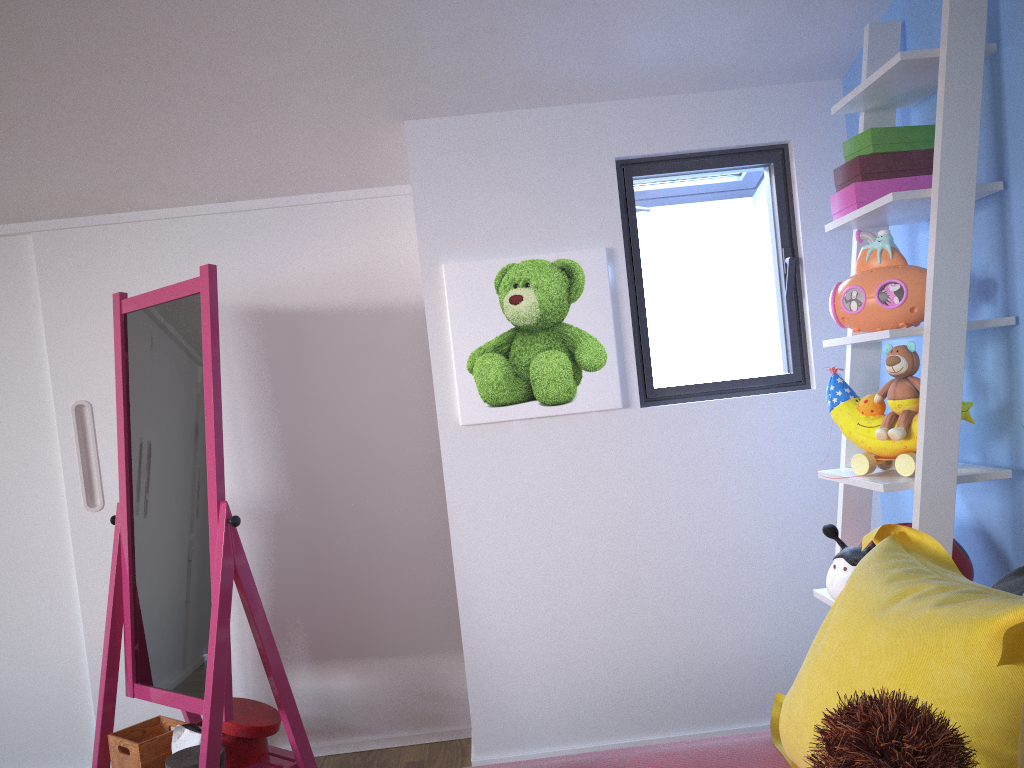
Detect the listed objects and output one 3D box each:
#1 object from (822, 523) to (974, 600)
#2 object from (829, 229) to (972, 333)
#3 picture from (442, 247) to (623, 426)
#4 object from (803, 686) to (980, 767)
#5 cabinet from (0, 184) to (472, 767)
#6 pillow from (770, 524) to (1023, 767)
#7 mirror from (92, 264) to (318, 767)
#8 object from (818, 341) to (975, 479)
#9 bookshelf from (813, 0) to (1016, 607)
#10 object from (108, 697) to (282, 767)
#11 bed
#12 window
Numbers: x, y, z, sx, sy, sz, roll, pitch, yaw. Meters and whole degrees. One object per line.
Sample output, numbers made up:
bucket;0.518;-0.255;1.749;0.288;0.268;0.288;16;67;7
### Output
object;0.839;0.388;1.952;0.322;0.183;0.253;-6;0;4
object;0.829;-0.232;1.916;0.157;0.234;0.296;-7;1;-32
picture;0.058;-0.129;2.428;0.450;0.444;0.026;-6;2;-2
object;0.309;0.446;0.815;0.252;0.342;0.285;-5;1;32
cabinet;-2.300;0.476;2.741;4.231;1.767;0.052;-6;2;-2
pillow;0.692;0.310;0.893;0.679;0.532;1.344;-6;0;-1
mirror;-0.901;0.464;2.368;0.612;1.492;0.415;-5;3;39
object;0.796;0.056;1.909;0.153;0.282;0.372;-7;1;-30
bookshelf;0.840;0.084;1.939;0.380;1.855;0.390;-6;2;-2
object;-0.827;0.953;2.412;0.446;0.159;0.366;-7;0;43
bed;-0.053;0.694;0.858;2.316;0.812;1.925;-6;0;-2
window;0.562;-0.323;2.547;0.585;0.749;0.208;-6;2;-2
